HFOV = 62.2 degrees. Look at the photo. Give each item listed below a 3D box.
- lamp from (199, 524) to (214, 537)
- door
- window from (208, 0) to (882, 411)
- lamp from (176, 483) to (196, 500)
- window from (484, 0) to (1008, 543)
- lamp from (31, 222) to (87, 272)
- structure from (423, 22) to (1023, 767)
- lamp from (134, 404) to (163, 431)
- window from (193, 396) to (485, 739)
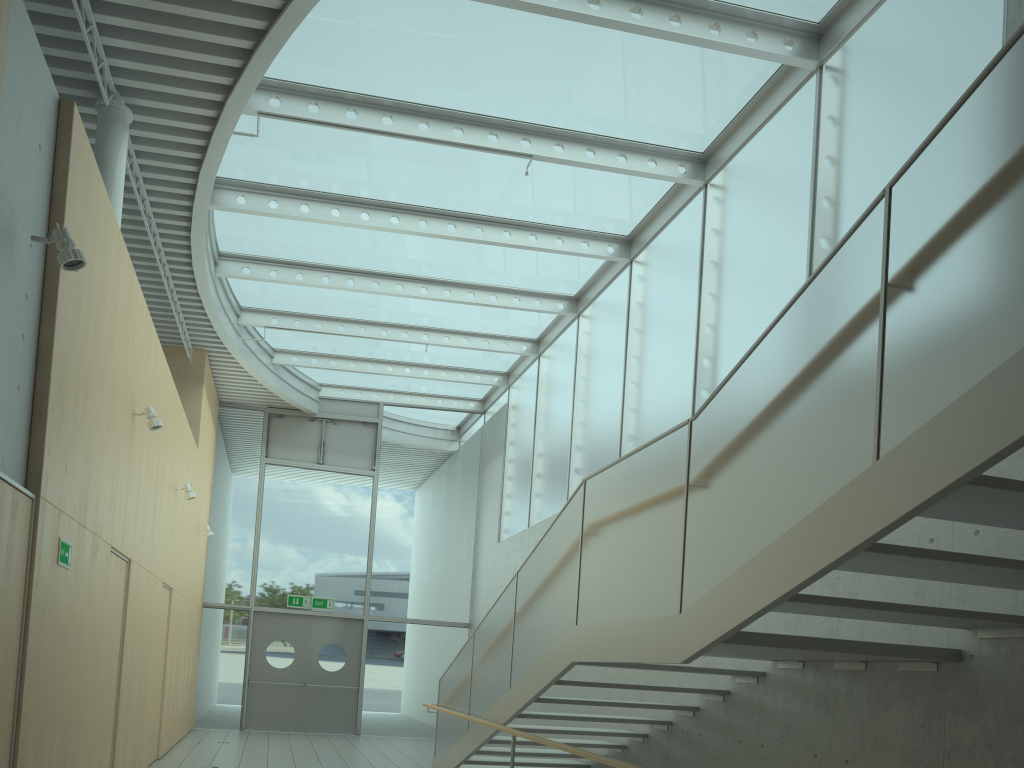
[{"bbox_3d":[-4.599,2.205,12.778,0.238,0.192,0.142,12,-12,-34],"label":"lamp"},{"bbox_3d":[-3.666,5.142,15.072,1.938,2.068,0.177,7,-3,-16],"label":"door"},{"bbox_3d":[-1.254,1.312,9.996,4.820,6.086,16.420,6,-17,-14],"label":"window"},{"bbox_3d":[-3.741,1.231,9.750,0.238,0.192,0.142,12,-12,-34],"label":"lamp"},{"bbox_3d":[0.933,0.115,10.649,0.030,2.664,16.241,4,-18,-14],"label":"window"},{"bbox_3d":[-2.091,-0.641,3.931,0.238,0.192,0.142,12,-12,-34],"label":"lamp"},{"bbox_3d":[1.582,1.142,4.672,1.898,4.087,13.085,5,-17,-14],"label":"structure"},{"bbox_3d":[-2.888,0.264,6.743,0.238,0.192,0.142,12,-12,-34],"label":"lamp"},{"bbox_3d":[-2.985,3.241,15.321,4.896,6.170,0.111,6,-3,-16],"label":"window"}]
